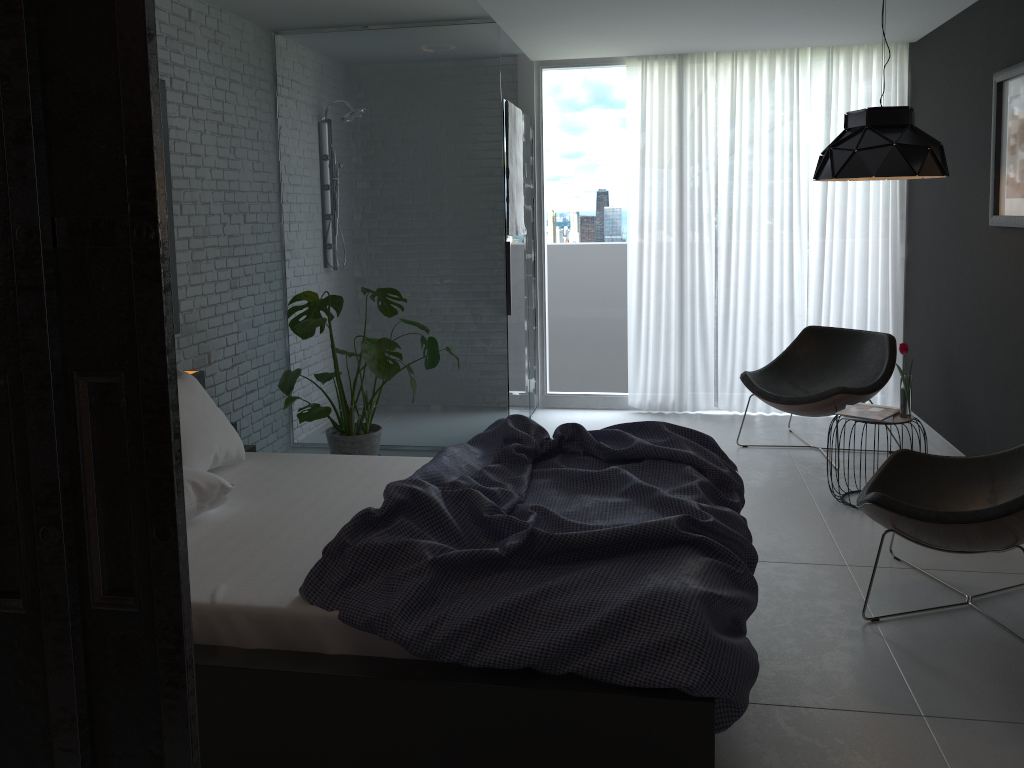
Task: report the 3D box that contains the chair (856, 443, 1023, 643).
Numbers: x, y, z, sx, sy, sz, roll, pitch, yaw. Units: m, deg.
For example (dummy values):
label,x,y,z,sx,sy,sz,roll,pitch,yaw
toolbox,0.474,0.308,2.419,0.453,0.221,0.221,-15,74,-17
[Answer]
label,x,y,z,sx,sy,sz,roll,pitch,yaw
chair,1.676,0.458,3.171,0.815,0.684,0.797,4,11,31

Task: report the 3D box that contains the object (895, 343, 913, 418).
label,x,y,z,sx,sy,sz,roll,pitch,yaw
object,1.863,-0.016,4.195,0.066,0.352,0.077,5,9,42

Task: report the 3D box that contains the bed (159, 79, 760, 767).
label,x,y,z,sx,sy,sz,roll,pitch,yaw
bed,-0.520,-0.133,2.936,2.607,2.023,2.588,0,9,10

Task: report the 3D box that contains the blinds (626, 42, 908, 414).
label,x,y,z,sx,sy,sz,roll,pitch,yaw
blinds,1.716,-1.126,6.036,1.852,2.673,0.138,0,6,10

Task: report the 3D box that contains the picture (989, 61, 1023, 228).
label,x,y,z,sx,sy,sz,roll,pitch,yaw
picture,2.156,-0.936,3.303,0.041,0.714,1.973,0,11,10

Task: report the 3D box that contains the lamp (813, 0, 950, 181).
label,x,y,z,sx,sy,sz,roll,pitch,yaw
lamp,1.723,-1.409,4.106,0.584,0.895,0.613,3,9,28

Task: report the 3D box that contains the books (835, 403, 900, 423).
label,x,y,z,sx,sy,sz,roll,pitch,yaw
books,-2.101,0.542,3.546,8.241,0.369,0.410,-3,9,-11

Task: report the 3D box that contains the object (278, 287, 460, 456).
label,x,y,z,sx,sy,sz,roll,pitch,yaw
object,-0.783,-0.003,4.843,0.853,1.039,0.999,3,10,28

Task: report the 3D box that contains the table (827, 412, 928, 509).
label,x,y,z,sx,sy,sz,roll,pitch,yaw
table,1.772,0.363,4.300,0.451,0.431,0.456,-3,9,-12

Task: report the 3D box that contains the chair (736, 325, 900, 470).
label,x,y,z,sx,sy,sz,roll,pitch,yaw
chair,1.830,0.044,5.260,0.818,0.684,0.795,-8,11,-37
